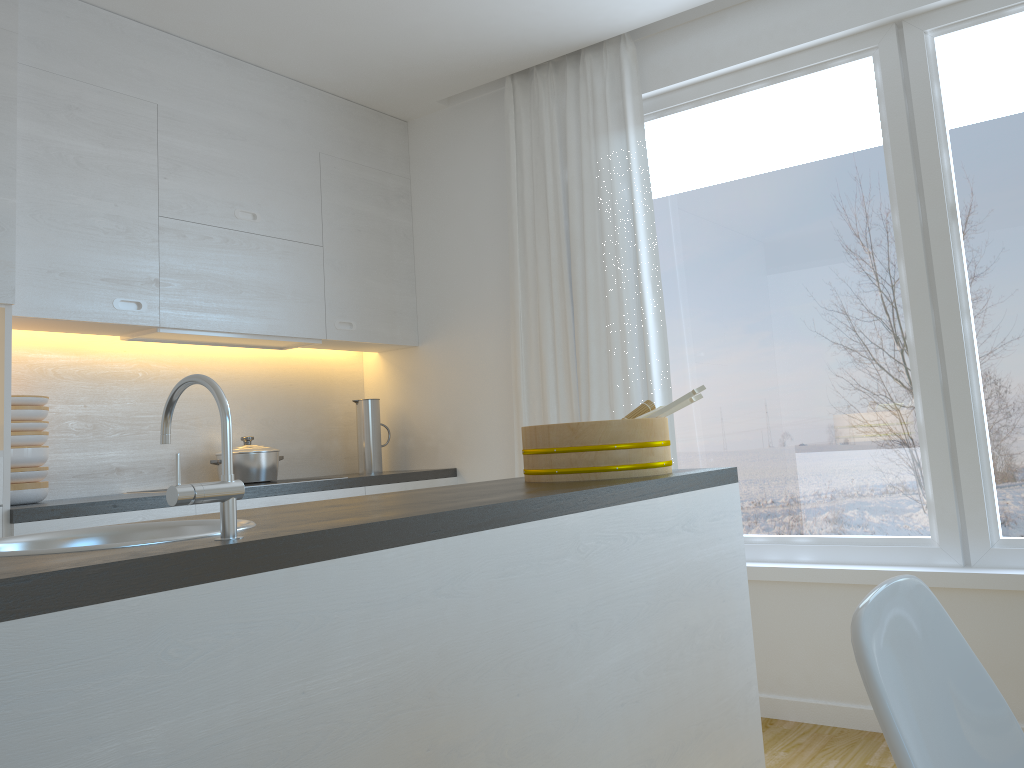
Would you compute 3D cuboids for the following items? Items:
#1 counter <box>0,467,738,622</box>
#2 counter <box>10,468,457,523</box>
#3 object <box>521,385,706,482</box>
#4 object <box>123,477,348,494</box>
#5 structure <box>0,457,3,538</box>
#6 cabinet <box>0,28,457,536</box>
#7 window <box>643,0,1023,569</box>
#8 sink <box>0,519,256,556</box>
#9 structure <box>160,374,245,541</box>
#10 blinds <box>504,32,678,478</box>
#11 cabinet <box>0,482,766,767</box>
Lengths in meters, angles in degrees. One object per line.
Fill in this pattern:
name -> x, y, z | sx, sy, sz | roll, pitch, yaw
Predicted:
counter -> -0.363, 0.242, 1.503 | 0.598, 0.040, 2.395 | -6, -5, 36
counter -> -1.091, 0.426, 3.531 | 0.598, 0.040, 1.996 | -6, -5, 36
object -> 0.236, 0.130, 2.282 | 0.430, 0.216, 0.376 | -1, -5, -26
object -> -1.092, 0.408, 3.538 | 0.559, 0.013, 0.652 | -6, -5, 36
structure -> -1.618, 0.505, 2.302 | 0.049, 0.600, 0.559 | -9, -8, 36
cabinet -> -1.415, 0.090, 3.054 | 0.479, 2.318, 3.193 | -9, -7, 36
window -> 1.475, -0.348, 3.093 | 2.715, 1.933, 0.088 | -7, -8, 35
sink -> -0.573, 0.293, 1.262 | 0.404, 0.158, 0.401 | -3, -4, -12
structure -> -0.433, 0.093, 1.143 | 0.161, 0.217, 0.096 | -8, -8, 36
blinds -> 0.262, -0.411, 3.741 | 0.791, 2.177, 0.149 | -9, -9, 35
cabinet -> -0.333, 0.716, 1.441 | 0.598, 0.916, 2.395 | -8, -6, 36
